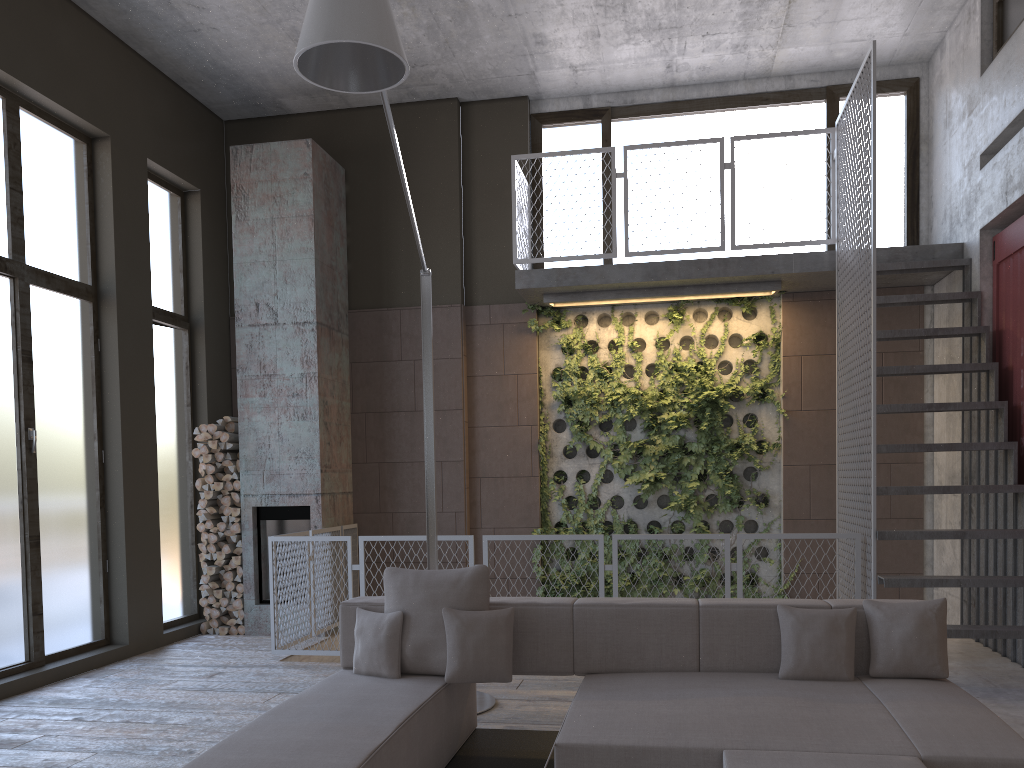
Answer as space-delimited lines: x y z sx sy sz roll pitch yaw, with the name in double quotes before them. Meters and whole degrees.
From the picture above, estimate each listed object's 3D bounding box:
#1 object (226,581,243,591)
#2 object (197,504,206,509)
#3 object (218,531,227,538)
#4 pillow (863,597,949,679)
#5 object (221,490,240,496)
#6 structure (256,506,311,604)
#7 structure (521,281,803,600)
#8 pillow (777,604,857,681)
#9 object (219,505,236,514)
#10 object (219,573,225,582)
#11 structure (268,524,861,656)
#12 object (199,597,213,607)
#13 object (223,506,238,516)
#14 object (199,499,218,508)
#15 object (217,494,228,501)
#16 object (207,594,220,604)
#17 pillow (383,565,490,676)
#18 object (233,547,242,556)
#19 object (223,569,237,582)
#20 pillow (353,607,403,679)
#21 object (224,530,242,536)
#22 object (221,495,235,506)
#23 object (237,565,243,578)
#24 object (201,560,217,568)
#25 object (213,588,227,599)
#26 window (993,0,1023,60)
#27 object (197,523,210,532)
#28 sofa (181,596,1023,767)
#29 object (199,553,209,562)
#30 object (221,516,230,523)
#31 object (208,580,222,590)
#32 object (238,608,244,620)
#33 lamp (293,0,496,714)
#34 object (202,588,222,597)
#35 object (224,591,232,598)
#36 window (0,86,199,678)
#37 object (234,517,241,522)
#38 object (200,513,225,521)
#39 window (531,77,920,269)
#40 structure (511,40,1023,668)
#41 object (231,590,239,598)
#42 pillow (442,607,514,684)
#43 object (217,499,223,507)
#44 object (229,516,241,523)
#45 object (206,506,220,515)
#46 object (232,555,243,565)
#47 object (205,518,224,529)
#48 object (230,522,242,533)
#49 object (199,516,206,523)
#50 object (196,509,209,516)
"object" -2.619 1.936 8.497 0.092 0.093 0.439 -1 -6 11
"object" -2.914 1.173 8.522 0.067 0.071 0.424 -1 -6 11
"object" -2.728 1.439 8.476 0.064 0.074 0.360 -1 -6 9
"pillow" 1.824 1.173 4.057 0.362 0.367 0.187 -2 0 16
"object" -2.671 1.040 8.421 0.089 0.056 0.333 -2 -6 11
"structure" -2.113 1.609 8.261 0.576 0.929 0.056 -1 2 11
"structure" 1.414 0.774 8.293 2.629 3.828 1.001 -1 2 11
"pillow" 1.434 1.222 4.111 0.370 0.359 0.186 -1 1 10
"object" -2.704 1.208 8.506 0.101 0.086 0.364 -2 -6 11
"object" -2.743 1.873 8.577 0.104 0.102 0.293 -1 -5 11
"structure" 0.435 1.689 7.467 4.430 0.935 1.933 -2 -5 11
"object" -2.894 2.100 8.561 0.091 0.092 0.439 -1 -6 11
"object" -2.632 1.218 8.466 0.092 0.093 0.439 -1 -6 11
"object" -2.861 1.149 8.481 0.091 0.089 0.457 -1 -6 12
"object" -2.725 1.084 8.459 0.064 0.074 0.360 -1 -6 12
"object" -2.808 2.068 8.548 0.091 0.089 0.457 -1 -6 11
"pillow" -0.393 1.193 4.431 0.564 0.558 0.220 -1 1 13
"object" -2.543 1.602 8.483 0.115 0.079 0.437 -2 -6 10
"object" -2.657 1.830 8.423 0.098 0.107 0.295 -1 -5 10
"pillow" -0.686 1.329 4.460 0.370 0.377 0.150 -3 0 43
"object" -2.629 1.421 8.453 0.122 0.067 0.365 -2 -6 11
"object" -2.670 1.112 8.393 0.098 0.107 0.295 -1 -5 10
"object" -2.523 1.787 8.429 0.064 0.125 0.365 -1 -5 12
"object" -2.912 1.768 8.570 0.070 0.118 0.365 -1 -5 10
"object" -2.730 2.009 8.512 0.093 0.083 0.481 -1 -6 11
"window" 2.833 -3.048 2.445 0.113 0.605 8.469 -1 -6 10
"object" -2.907 1.383 8.531 0.091 0.092 0.439 -1 -6 11
"sofa" 0.340 1.365 3.231 2.999 0.785 3.022 -2 -6 11
"object" -2.904 1.665 8.553 0.080 0.107 0.438 -1 -6 10
"object" -2.668 1.299 8.470 0.067 0.067 0.424 -1 -6 11
"object" -2.793 1.941 8.545 0.115 0.079 0.436 -2 -6 11
"object" -2.516 2.190 8.446 0.064 0.125 0.365 -1 -5 12
"lamp" -0.482 0.218 4.573 0.756 3.427 2.630 -1 -1 -2
"object" -2.834 1.987 8.443 0.071 0.072 0.424 -1 -6 11
"object" -2.655 2.017 8.501 0.067 0.067 0.424 -1 -6 11
"window" -3.933 -0.244 4.057 0.209 4.157 9.238 -1 -5 9
"object" -2.559 1.287 8.341 0.063 0.048 0.251 -2 -6 9
"object" -2.847 1.269 8.413 0.071 0.072 0.424 -1 -6 11
"window" 1.961 -1.824 8.348 3.568 1.755 0.109 -2 2 11
"structure" 1.779 0.065 7.062 3.685 4.321 3.035 -1 0 11
"object" -2.576 2.012 8.485 0.067 0.067 0.424 -1 -6 11
"pillow" -0.156 1.276 4.286 0.376 0.373 0.169 0 1 -16
"object" -2.756 1.156 8.547 0.104 0.102 0.293 -1 -5 11
"object" -2.589 1.294 8.455 0.067 0.067 0.424 -1 -6 11
"object" -2.806 1.223 8.514 0.115 0.079 0.436 -2 -6 11
"object" -2.538 1.680 8.462 0.093 0.083 0.481 -1 -6 11
"object" -2.821 1.351 8.518 0.091 0.089 0.457 -1 -6 11
"object" -2.565 1.362 8.346 0.101 0.102 0.293 -1 -5 9
"object" -2.890 1.313 8.508 0.067 0.085 0.426 -1 -6 13
"object" -2.908 1.239 8.496 0.122 0.067 0.365 -2 -6 9
